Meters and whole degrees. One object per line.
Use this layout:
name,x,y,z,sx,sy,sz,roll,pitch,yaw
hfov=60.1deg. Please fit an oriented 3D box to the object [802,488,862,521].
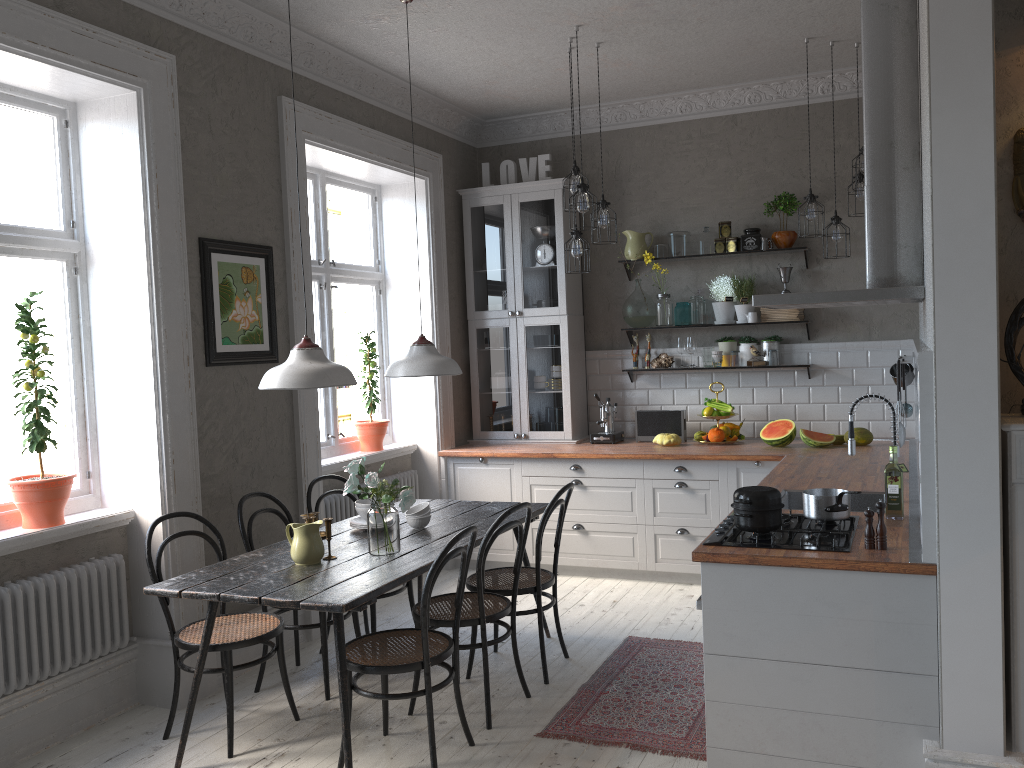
object,1.226,0.440,3.307,0.178,0.134,0.298,-4,3,-32

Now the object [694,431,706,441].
object,1.327,0.359,6.157,0.155,0.072,0.075,-4,3,-37

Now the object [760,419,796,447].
object,1.734,0.323,5.777,0.231,0.174,0.222,0,4,45

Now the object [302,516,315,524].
object,-0.859,0.641,3.764,0.060,0.172,0.063,0,4,45

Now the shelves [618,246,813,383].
shelves,1.428,-0.447,6.257,1.296,0.923,0.232,-1,3,23

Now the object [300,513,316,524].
object,-0.885,0.638,3.854,0.095,0.172,0.096,-2,3,5

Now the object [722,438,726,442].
object,1.429,0.378,6.038,0.070,0.065,0.070,0,4,44

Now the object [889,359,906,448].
object,1.977,0.092,4.546,0.080,0.443,0.334,-1,3,25

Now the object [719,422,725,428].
object,1.464,0.309,6.147,0.084,0.093,0.088,-1,3,19

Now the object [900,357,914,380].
object,2.206,-0.071,4.987,0.106,0.161,0.139,-1,3,26

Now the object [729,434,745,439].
object,1.525,0.355,6.125,0.055,0.044,0.213,-4,3,-28

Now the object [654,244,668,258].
object,1.073,-0.949,6.376,0.101,0.111,0.105,-1,3,23

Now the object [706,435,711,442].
object,1.369,0.371,6.118,0.069,0.076,0.230,-2,3,7

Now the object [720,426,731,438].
object,1.446,0.325,6.030,0.089,0.078,0.087,-5,3,-40

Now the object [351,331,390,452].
object,-0.969,0.046,6.016,0.265,0.813,0.254,-5,3,-39

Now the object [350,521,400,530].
object,-0.661,0.683,4.278,0.232,0.027,0.242,0,3,41

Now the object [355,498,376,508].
object,-0.665,0.610,4.275,0.178,0.094,0.181,-2,3,14

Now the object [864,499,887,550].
object,1.218,0.469,2.970,0.072,0.167,0.036,-1,3,23

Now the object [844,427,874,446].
object,2.215,0.337,5.661,0.206,0.119,0.131,-3,3,-14

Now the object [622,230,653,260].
object,0.902,-0.996,6.380,0.187,0.216,0.177,0,3,37

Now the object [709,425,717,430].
object,1.439,0.320,6.166,0.157,0.076,0.077,-4,3,-40

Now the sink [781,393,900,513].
sink,1.412,0.399,3.844,0.520,0.720,0.493,-1,3,23

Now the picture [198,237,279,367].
picture,-1.368,-0.406,4.477,0.019,0.620,0.529,-1,3,24

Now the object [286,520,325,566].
object,-0.846,0.648,3.629,0.151,0.170,0.134,-3,3,-15

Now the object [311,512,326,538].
object,-0.918,0.657,4.133,0.139,0.112,0.140,-2,3,6

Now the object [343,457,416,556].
object,-0.549,0.509,3.722,0.307,0.414,0.255,-1,3,22

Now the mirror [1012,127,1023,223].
mirror,1.909,-0.699,2.851,0.524,0.593,0.072,-1,3,23

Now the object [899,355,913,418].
object,2.377,0.015,5.349,0.076,0.379,0.084,-1,3,23

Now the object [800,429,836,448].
object,1.950,0.345,5.634,0.223,0.127,0.149,-2,3,6

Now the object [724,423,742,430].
object,1.516,0.292,6.078,0.125,0.056,0.060,-2,3,15

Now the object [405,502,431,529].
object,-0.448,0.631,4.234,0.122,0.119,0.130,0,3,39

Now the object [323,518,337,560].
object,-0.762,0.644,3.685,0.058,0.167,0.060,0,3,37

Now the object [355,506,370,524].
object,-0.664,0.630,4.276,0.178,0.094,0.181,-2,3,14

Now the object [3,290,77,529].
object,-1.994,0.102,3.710,0.275,0.991,0.265,-4,3,-27

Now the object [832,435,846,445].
object,2.113,0.360,5.760,0.202,0.073,0.119,-3,3,-14

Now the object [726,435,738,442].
object,1.490,0.371,6.006,0.069,0.051,0.089,-3,3,-19

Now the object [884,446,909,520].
object,1.494,0.382,3.435,0.088,0.282,0.083,-1,3,24

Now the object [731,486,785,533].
object,0.886,0.451,3.197,0.190,0.147,0.193,-2,3,3

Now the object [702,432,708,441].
object,1.348,0.363,6.108,0.090,0.057,0.084,-4,3,-35

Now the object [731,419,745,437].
object,1.538,0.299,6.061,0.128,0.120,0.060,-5,4,-43

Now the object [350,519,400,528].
object,-0.662,0.674,4.278,0.239,0.027,0.236,-3,3,-9

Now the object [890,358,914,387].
object,2.145,-0.063,4.873,0.106,0.161,0.139,0,3,40

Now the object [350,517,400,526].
object,-0.662,0.666,4.278,0.242,0.027,0.232,-5,4,-44
